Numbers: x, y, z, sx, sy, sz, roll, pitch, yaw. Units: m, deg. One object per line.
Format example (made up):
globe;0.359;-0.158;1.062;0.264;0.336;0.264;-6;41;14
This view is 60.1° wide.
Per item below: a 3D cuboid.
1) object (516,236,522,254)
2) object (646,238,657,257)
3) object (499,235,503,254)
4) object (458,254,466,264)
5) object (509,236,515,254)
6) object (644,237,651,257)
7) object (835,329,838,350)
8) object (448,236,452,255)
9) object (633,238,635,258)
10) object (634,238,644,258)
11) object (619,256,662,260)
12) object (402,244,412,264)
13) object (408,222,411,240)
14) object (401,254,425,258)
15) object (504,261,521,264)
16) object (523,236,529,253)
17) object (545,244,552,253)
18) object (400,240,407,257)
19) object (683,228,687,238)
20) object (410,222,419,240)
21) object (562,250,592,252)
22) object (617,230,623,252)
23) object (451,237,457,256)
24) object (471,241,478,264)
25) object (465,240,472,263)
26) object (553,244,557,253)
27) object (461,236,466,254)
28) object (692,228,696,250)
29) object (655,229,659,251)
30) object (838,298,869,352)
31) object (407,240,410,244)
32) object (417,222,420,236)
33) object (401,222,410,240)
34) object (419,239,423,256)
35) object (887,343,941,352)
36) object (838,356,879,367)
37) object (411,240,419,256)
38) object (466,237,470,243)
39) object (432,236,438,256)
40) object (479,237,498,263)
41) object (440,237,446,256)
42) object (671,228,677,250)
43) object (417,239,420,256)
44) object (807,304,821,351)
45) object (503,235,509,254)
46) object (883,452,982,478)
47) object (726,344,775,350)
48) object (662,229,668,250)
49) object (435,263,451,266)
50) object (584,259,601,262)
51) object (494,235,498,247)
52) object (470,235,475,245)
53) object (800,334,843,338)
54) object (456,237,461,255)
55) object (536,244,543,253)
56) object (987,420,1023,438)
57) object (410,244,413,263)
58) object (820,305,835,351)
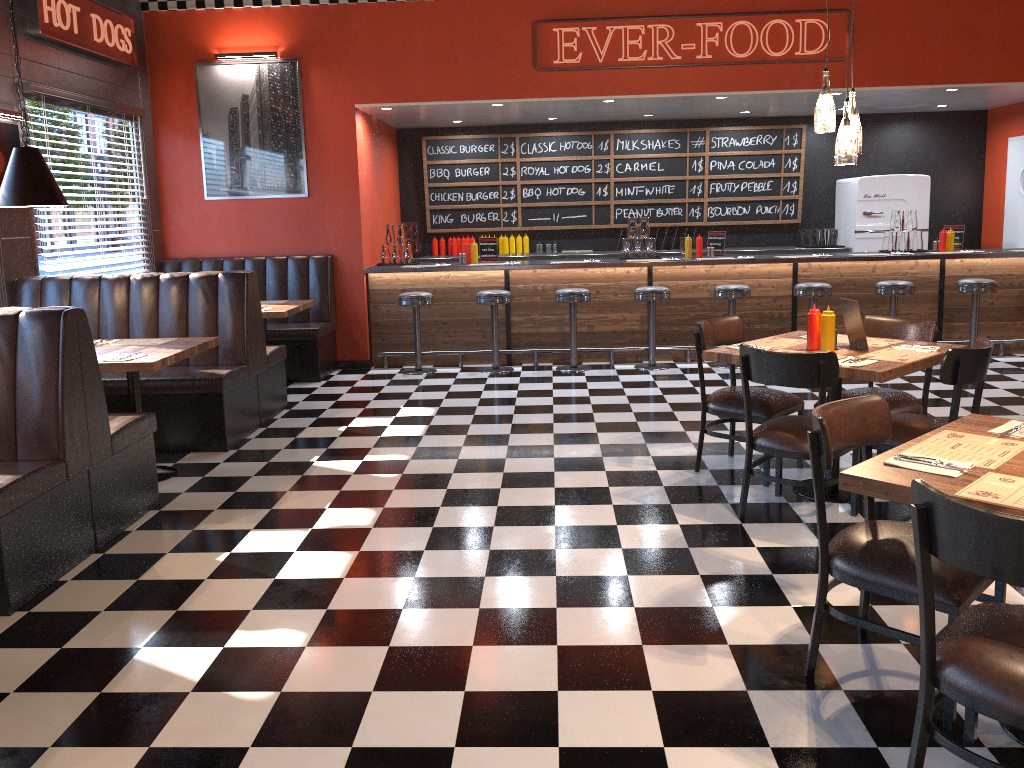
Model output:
object;0.089;-1.718;10.854;0.068;0.236;0.068;-1;9;4
object;1.418;-1.382;9.019;0.106;0.207;0.106;-10;12;-42
object;-0.129;-1.718;10.883;0.068;0.236;0.068;-5;9;-20
object;-0.504;-1.285;9.001;0.094;0.135;0.047;6;11;37
object;0.003;-1.715;10.848;0.068;0.236;0.068;-2;9;1
object;1.412;-1.404;9.135;0.106;0.207;0.106;-10;12;-42
object;1.647;-0.248;4.574;0.047;0.135;0.094;-3;10;-7
object;-0.755;-1.705;10.908;0.068;0.236;0.068;-1;9;5
object;1.294;-1.402;9.140;0.106;0.207;0.106;-10;12;-42
object;1.296;-1.381;9.032;0.106;0.207;0.106;-10;12;-42
object;1.317;-1.298;9.105;0.437;0.018;0.275;-1;11;3
object;-1.085;-1.335;9.134;0.105;0.207;0.106;-4;9;-12
object;-1.270;-1.861;10.768;0.105;0.207;0.106;-4;9;-12
object;-1.215;-1.548;10.739;0.273;0.018;0.440;-1;11;3
object;0.002;-1.215;8.870;0.157;0.019;0.257;0;11;8
object;0.174;-1.720;10.851;0.068;0.236;0.068;-1;9;5
object;0.449;-1.674;10.849;0.094;0.135;0.047;-10;12;-42
object;-1.290;-1.621;10.622;0.105;0.207;0.106;-4;9;-12
object;2.075;-1.756;10.719;0.074;0.256;0.190;-1;10;5
object;-1.175;-1.841;10.653;0.105;0.207;0.106;-4;9;-12
object;0.794;-1.620;10.785;0.365;0.001;0.263;-1;11;4
object;1.311;-1.743;10.759;0.070;0.256;0.190;0;10;10
object;-0.706;-1.690;10.822;0.068;0.236;0.068;-5;9;-20
object;-0.381;-1.348;9.033;0.068;0.236;0.068;-1;9;4
object;-0.452;-1.360;9.107;0.068;0.236;0.068;-1;9;4
object;0.523;-1.668;10.805;0.047;0.135;0.094;-2;9;-2
object;-0.593;-1.695;10.833;0.068;0.236;0.068;-1;9;5
object;2.186;-1.759;10.715;0.072;0.255;0.189;0;10;8
object;1.737;-1.750;10.735;0.070;0.256;0.190;-1;10;6
object;1.753;-0.308;4.545;0.072;0.255;0.189;-3;10;-7
object;-1.277;-1.645;10.743;0.105;0.207;0.106;-4;9;-12
object;-1.179;-1.864;10.769;0.105;0.207;0.106;-4;9;-12
object;-1.287;-1.838;10.653;0.105;0.207;0.106;-4;9;-12
object;-1.151;-1.671;10.858;0.105;0.207;0.106;-4;9;-12
object;2.037;-0.190;4.523;0.256;0.019;0.158;8;15;41
object;1.619;-0.111;4.177;0.256;0.019;0.158;-11;15;-41
object;-1.172;-1.625;10.628;0.105;0.207;0.106;-4;9;-12
object;-0.539;-1.713;10.917;0.068;0.236;0.068;-1;9;4
object;-0.944;-1.693;10.870;0.068;0.236;0.068;-5;9;-20
object;-0.242;-1.385;9.156;0.188;0.255;0.073;-3;9;-7
object;-0.853;-1.695;10.871;0.068;0.236;0.068;1;9;19
object;1.962;-1.755;10.725;0.072;0.255;0.189;0;10;8
object;-1.168;-1.648;10.745;0.105;0.207;0.106;-4;9;-12
object;1.550;-0.293;4.547;0.068;0.236;0.068;-10;12;-44
object;-0.079;-1.706;10.819;0.068;0.236;0.068;-5;9;-20
object;1.207;0.226;2.518;0.158;0.019;0.256;-12;15;-42
object;1.268;-0.193;4.647;0.158;0.019;0.256;-10;14;-37
object;1.850;-1.752;10.731;0.072;0.255;0.189;0;10;13
object;-0.692;-1.199;8.887;0.157;0.019;0.257;-2;11;-2
object;0.802;-1.235;8.856;0.157;0.019;0.257;-2;11;-2
object;-0.211;-1.707;10.841;0.068;0.236;0.068;-1;9;1
object;-0.481;-1.700;10.845;0.068;0.236;0.068;-1;9;5
object;1.727;-0.272;4.985;0.256;0.019;0.158;-11;14;-39
object;-0.659;-1.706;10.900;0.068;0.236;0.068;-1;9;5
object;0.336;-1.671;10.847;0.094;0.135;0.047;6;11;37
object;1.646;0.148;2.856;0.256;0.019;0.158;-11;14;-39
object;-1.091;-1.357;9.250;0.105;0.207;0.106;-4;9;-12
object;1.592;-0.278;4.464;0.068;0.236;0.068;1;9;17
